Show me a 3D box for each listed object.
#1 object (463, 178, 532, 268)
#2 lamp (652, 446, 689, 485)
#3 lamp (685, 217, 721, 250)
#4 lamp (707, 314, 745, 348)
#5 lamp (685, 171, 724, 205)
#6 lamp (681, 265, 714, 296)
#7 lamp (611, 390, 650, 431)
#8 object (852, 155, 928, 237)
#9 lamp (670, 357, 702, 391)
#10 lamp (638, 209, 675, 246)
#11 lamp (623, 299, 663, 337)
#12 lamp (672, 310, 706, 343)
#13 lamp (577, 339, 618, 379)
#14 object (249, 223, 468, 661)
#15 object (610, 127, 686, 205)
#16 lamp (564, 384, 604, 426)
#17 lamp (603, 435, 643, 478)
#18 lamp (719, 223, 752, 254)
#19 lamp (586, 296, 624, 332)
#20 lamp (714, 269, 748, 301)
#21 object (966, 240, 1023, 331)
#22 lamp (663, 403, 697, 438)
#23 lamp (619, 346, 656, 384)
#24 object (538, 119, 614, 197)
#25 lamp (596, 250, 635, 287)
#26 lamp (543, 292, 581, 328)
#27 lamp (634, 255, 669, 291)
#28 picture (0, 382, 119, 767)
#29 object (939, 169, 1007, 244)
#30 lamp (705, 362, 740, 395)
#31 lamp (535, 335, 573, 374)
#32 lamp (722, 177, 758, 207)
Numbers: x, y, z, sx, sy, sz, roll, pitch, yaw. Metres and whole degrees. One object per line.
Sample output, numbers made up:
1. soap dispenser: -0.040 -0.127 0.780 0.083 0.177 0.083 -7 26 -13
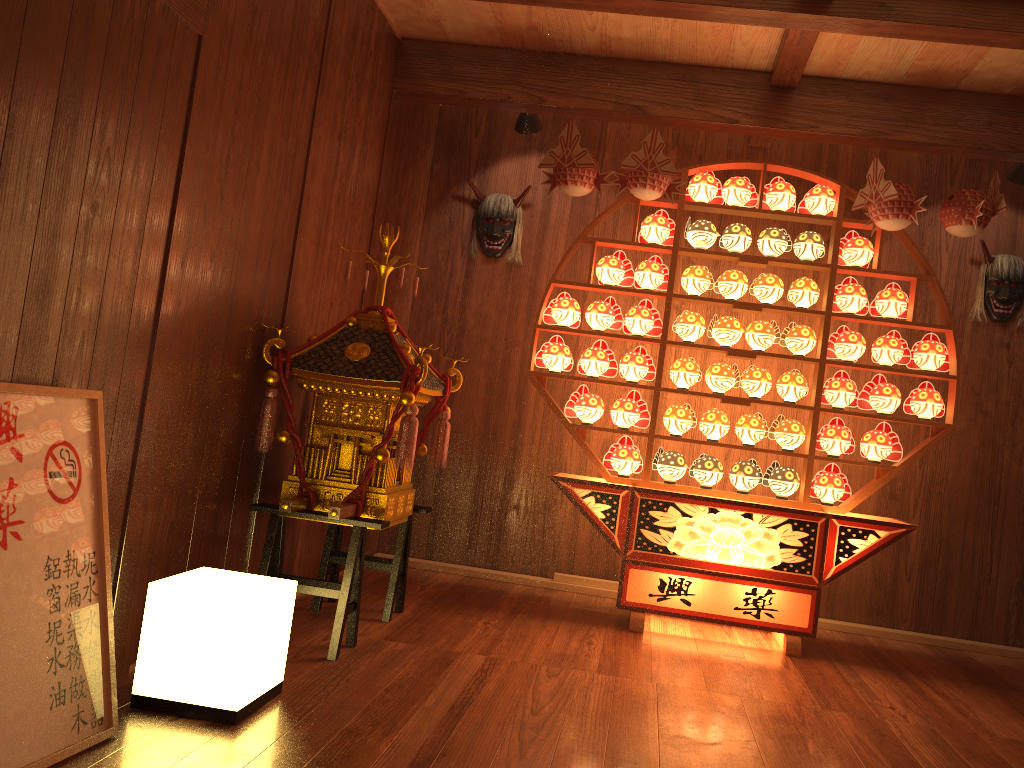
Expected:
1. object: -0.085 -0.856 4.788 0.361 0.454 0.138 7 -3 6
2. lamp: 0.753 0.383 4.120 0.152 0.167 0.144 6 -3 37
3. lamp: 0.908 -0.705 4.179 0.153 0.167 0.142 7 -3 22
4. lamp: 1.016 -0.245 4.136 0.152 0.161 0.144 6 -3 37
5. lamp: 0.905 -0.944 4.181 0.196 0.200 0.160 7 -3 17
6. lamp: 0.861 -0.490 4.161 0.134 0.167 0.162 6 -3 37
7. lamp: 0.531 0.117 4.148 0.194 0.200 0.162 6 -3 32
8. object: 1.669 -0.820 3.866 0.245 0.314 0.358 8 -3 -15
9. lamp: 0.806 -0.053 4.137 0.135 0.167 0.161 6 -3 27
10. lamp: 0.680 -0.751 4.189 0.195 0.200 0.161 7 -3 22
11. lamp: 0.601 -0.318 4.169 0.195 0.200 0.161 7 -3 22
12. lamp: 0.841 -0.271 4.144 0.141 0.167 0.154 8 -3 -12
13. lamp: 0.392 -0.123 4.175 0.196 0.200 0.160 7 -3 17
14. object: -0.562 0.149 3.302 0.603 1.515 0.814 7 -3 8
15. object: 0.616 -0.969 3.967 0.345 0.306 0.217 7 -3 6
16. lamp: 0.372 0.100 4.170 0.192 0.194 0.152 9 -3 -33
17. lamp: 0.536 0.340 4.138 0.195 0.198 0.156 8 -3 -3
18. lamp: 1.059 -0.683 4.152 0.140 0.161 0.156 8 -2 -2
19. lamp: 0.414 -0.337 4.189 0.175 0.191 0.162 6 -3 37
20. lamp: 1.039 -0.464 4.142 0.141 0.161 0.154 8 -3 -13
21. object: 2.550 -0.488 4.545 0.361 0.454 0.138 7 -3 6
22. lamp: 0.772 0.165 4.129 0.134 0.167 0.162 6 -3 37
23. lamp: 0.573 -0.095 4.158 0.178 0.192 0.160 7 -3 22
24. object: 0.294 -1.001 3.989 0.354 0.311 0.245 6 -3 32
25. lamp: 0.466 -0.557 4.198 0.194 0.200 0.162 6 -3 32
26. lamp: 0.261 -0.355 4.201 0.192 0.187 0.154 8 -3 -13
27. lamp: 0.649 -0.531 4.178 0.185 0.195 0.161 7 -3 22
28. picture: -1.010 0.402 1.889 0.211 0.788 0.406 7 -3 13
29. object: 1.977 -0.793 3.839 0.227 0.318 0.367 8 -2 3
30. lamp: 0.966 -0.029 4.130 0.160 0.161 0.136 8 -3 -18
31. lamp: 0.216 -0.143 4.191 0.191 0.195 0.155 8 -3 -8
32. lamp: 1.054 -0.914 4.171 0.164 0.179 0.162 6 -3 38
